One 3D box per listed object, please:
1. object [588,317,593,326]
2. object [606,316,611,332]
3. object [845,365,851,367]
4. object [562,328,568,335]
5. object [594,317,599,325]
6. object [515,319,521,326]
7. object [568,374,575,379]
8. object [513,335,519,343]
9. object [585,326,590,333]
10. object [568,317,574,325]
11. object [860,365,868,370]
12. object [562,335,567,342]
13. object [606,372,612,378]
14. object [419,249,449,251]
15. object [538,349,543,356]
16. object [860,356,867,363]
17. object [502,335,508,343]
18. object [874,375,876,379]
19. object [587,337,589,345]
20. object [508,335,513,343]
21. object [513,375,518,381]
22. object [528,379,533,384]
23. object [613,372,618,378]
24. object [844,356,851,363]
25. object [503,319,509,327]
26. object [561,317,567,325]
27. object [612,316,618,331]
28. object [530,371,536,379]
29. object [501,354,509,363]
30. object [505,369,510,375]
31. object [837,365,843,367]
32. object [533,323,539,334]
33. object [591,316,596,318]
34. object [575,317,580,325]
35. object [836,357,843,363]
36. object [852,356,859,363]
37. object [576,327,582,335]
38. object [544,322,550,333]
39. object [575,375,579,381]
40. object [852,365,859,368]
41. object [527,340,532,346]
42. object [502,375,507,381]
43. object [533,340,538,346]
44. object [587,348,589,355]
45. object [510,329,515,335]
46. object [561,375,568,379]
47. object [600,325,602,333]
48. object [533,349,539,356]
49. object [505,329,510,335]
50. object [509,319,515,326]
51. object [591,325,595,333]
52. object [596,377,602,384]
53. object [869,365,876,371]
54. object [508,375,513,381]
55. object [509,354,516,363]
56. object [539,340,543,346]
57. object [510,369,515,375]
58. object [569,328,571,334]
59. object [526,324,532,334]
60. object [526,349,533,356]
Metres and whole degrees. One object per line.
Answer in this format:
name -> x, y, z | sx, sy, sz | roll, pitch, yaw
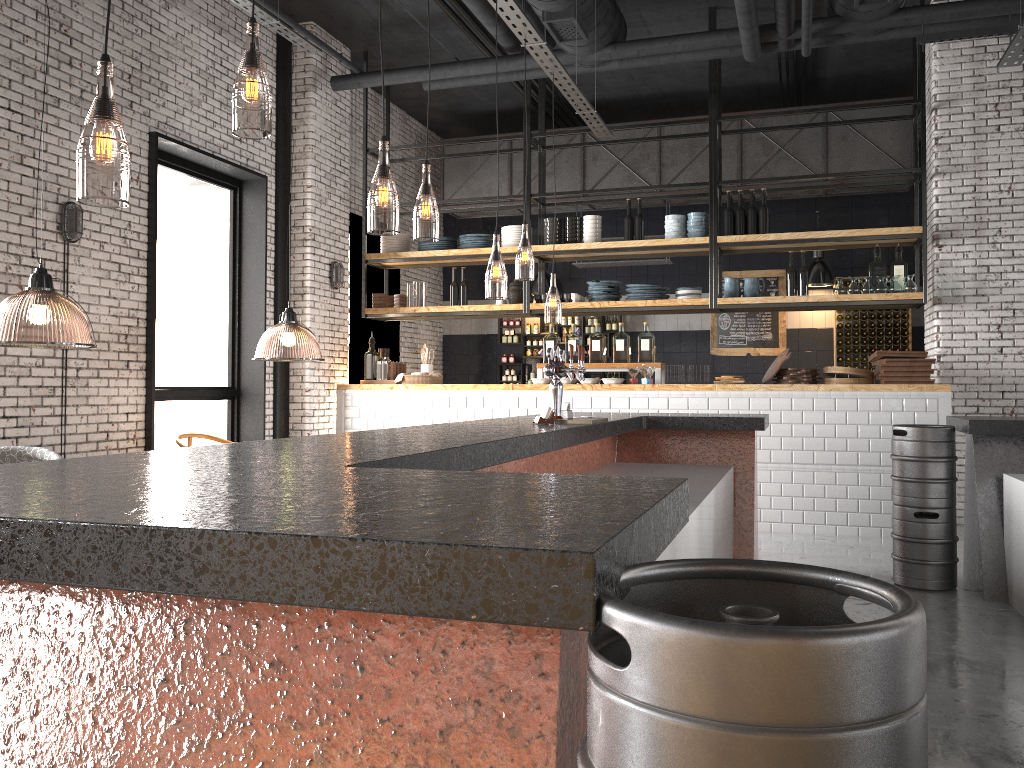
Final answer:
object -> 1.089, -0.865, 12.291 | 0.076, 0.111, 0.076 | 0, -1, -7
object -> 1.332, -0.861, 12.231 | 0.079, 0.281, 0.079 | 0, -1, -8
object -> 4.223, -0.204, 11.134 | 0.079, 0.079, 0.280 | 0, 0, 18
object -> 0.740, -0.743, 12.414 | 0.092, 0.112, 0.100 | 0, -1, 4
object -> 1.167, -0.865, 12.267 | 0.076, 0.111, 0.076 | 0, -1, 23
object -> 0.090, -0.875, 12.636 | 0.081, 0.113, 0.071 | 0, -1, 19
object -> 0.835, -0.114, 12.376 | 0.100, 0.140, 0.088 | 0, -1, 19
object -> 0.057, -0.641, 12.620 | 0.076, 0.111, 0.076 | 0, -1, 13
object -> 1.049, -0.754, 12.300 | 0.076, 0.111, 0.076 | 0, -1, 28
object -> 0.822, -0.897, 12.377 | 0.079, 0.157, 0.079 | 1, -2, -37
object -> 4.403, -0.204, 11.075 | 0.079, 0.079, 0.280 | 0, 0, 18
object -> 0.744, -0.639, 12.411 | 0.088, 0.108, 0.106 | 1, -1, -22
object -> 1.335, -0.120, 12.207 | 0.079, 0.281, 0.079 | -1, -2, 37
object -> -0.814, -1.443, 9.804 | 0.454, 0.033, 0.454 | 0, 0, 26
object -> 0.432, -0.449, 12.507 | 0.092, 0.108, 0.105 | 0, -1, 29
object -> 4.417, -0.309, 11.119 | 0.079, 0.079, 0.280 | 0, 0, 18
object -> -0.101, -0.641, 12.670 | 0.076, 0.111, 0.076 | 0, -1, 28
object -> 4.500, -0.099, 11.065 | 0.079, 0.079, 0.280 | 0, 0, 18
object -> 1.081, -0.597, 12.285 | 0.076, 0.111, 0.076 | -1, -2, 43
object -> -0.022, -0.641, 12.644 | 0.076, 0.111, 0.076 | -1, -1, 38
object -> 0.052, -0.086, 12.604 | 0.071, 0.083, 0.071 | -1, -1, 43
object -> 0.260, -0.013, 12.536 | 0.076, 0.111, 0.076 | 0, -1, -7
object -> 1.422, -0.120, 12.182 | 0.079, 0.281, 0.079 | 0, -2, 22
object -> 4.225, -0.309, 11.140 | 0.079, 0.079, 0.280 | 0, 0, 18
object -> -0.090, -0.875, 12.694 | 0.081, 0.113, 0.071 | 0, -1, 19
object -> 0.732, -0.897, 12.407 | 0.079, 0.157, 0.079 | -1, -1, 28
object -> 1.422, -0.861, 12.202 | 0.079, 0.281, 0.079 | 0, -1, 12
object -> 0.299, -0.124, 12.530 | 0.076, 0.111, 0.076 | 0, -1, 13
object -> -0.098, -0.361, 12.685 | 0.100, 0.140, 0.088 | 0, -1, 19
object -> -0.057, -0.169, 12.647 | 0.071, 0.083, 0.071 | -1, -1, 43
object -> 4.138, -0.204, 11.176 | 0.079, 0.079, 0.280 | 0, 0, 18
object -> 0.340, -0.777, 12.530 | 0.079, 0.157, 0.079 | 0, -1, 3
object -> 1.128, -0.976, 12.284 | 0.076, 0.111, 0.076 | 0, -1, 13
object -> 0.913, -0.897, 12.348 | 0.079, 0.157, 0.079 | 0, -1, 3
object -> 4.146, -0.309, 11.202 | 0.079, 0.079, 0.280 | 0, 0, 18
object -> 4.321, -0.309, 11.129 | 0.079, 0.079, 0.280 | 0, 0, 18
object -> 0.928, -0.740, 12.354 | 0.092, 0.108, 0.105 | 0, -1, 29
object -> 0.491, -0.861, 12.504 | 0.079, 0.281, 0.079 | 0, -2, 22
object -> 0.933, -0.114, 12.344 | 0.100, 0.140, 0.088 | 0, -1, 19
object -> 4.325, -0.204, 11.142 | 0.079, 0.079, 0.280 | 0, 0, 18
object -> 0.246, -0.583, 12.555 | 0.071, 0.083, 0.071 | -1, -1, 43
object -> -0.102, -0.086, 12.655 | 0.071, 0.083, 0.071 | 0, -1, 28
object -> 0.335, -0.583, 12.526 | 0.071, 0.083, 0.071 | 0, -1, 8
object -> 1.087, -0.451, 12.301 | 0.081, 0.113, 0.071 | 0, -1, 17
object -> 0.012, -0.738, 12.634 | 0.071, 0.083, 0.071 | -1, -1, 43
object -> 0.732, -0.114, 12.409 | 0.100, 0.140, 0.088 | 0, -1, 19
object -> 1.207, -0.754, 12.250 | 0.076, 0.111, 0.076 | 0, -1, 13
object -> 0.345, -0.449, 12.535 | 0.088, 0.108, 0.106 | 1, -1, -22
object -> -0.066, -0.738, 12.660 | 0.071, 0.083, 0.071 | 0, -1, 8
object -> 0.003, -0.875, 12.664 | 0.081, 0.113, 0.071 | 0, -1, 19
object -> 1.128, -0.754, 12.274 | 0.076, 0.111, 0.076 | -1, -1, 38
object -> 1.190, -0.026, 12.258 | 0.100, 0.140, 0.088 | 0, -1, 19
object -> 4.498, -0.204, 11.060 | 0.079, 0.079, 0.280 | 0, 0, 18
object -> -0.026, -0.086, 12.630 | 0.071, 0.083, 0.071 | 0, -1, 8
object -> 0.005, -0.361, 12.651 | 0.100, 0.140, 0.088 | 0, -1, 19
object -> 0.417, -0.583, 12.500 | 0.071, 0.083, 0.071 | 0, -1, 8
object -> 0.014, -0.169, 12.617 | 0.071, 0.083, 0.071 | 1, -1, -32
object -> 0.840, -0.740, 12.382 | 0.088, 0.108, 0.106 | 1, -1, -22
object -> 0.237, -0.777, 12.564 | 0.079, 0.157, 0.079 | 1, -2, -42
object -> 0.244, -0.451, 12.567 | 0.092, 0.112, 0.100 | 0, -1, 4
